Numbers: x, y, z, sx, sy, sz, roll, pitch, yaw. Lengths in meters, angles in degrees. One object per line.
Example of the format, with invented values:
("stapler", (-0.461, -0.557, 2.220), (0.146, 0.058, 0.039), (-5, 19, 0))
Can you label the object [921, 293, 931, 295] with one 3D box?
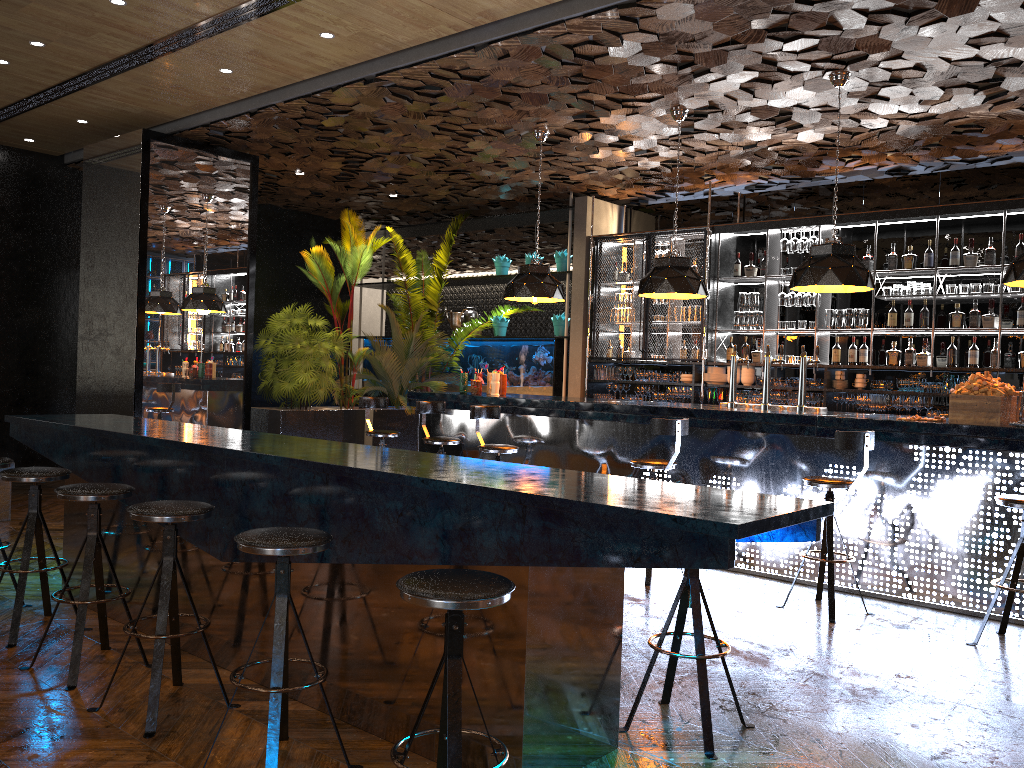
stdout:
("object", (3.972, -0.895, 8.502), (0.089, 0.092, 0.089), (2, 1, -24))

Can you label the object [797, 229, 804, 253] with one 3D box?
("object", (3.079, -1.523, 9.452), (0.092, 0.244, 0.092), (2, 1, 1))

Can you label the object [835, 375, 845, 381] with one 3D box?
("object", (3.319, -0.056, 8.955), (0.094, 0.070, 0.107), (2, 1, -19))

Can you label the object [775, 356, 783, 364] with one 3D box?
("object", (2.845, -0.256, 9.451), (0.089, 0.092, 0.089), (2, 1, 12))

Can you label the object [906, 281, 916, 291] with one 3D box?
("object", (3.883, -0.948, 8.618), (0.089, 0.092, 0.089), (3, 1, 36))

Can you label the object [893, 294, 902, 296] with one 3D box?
("object", (3.769, -0.904, 8.664), (0.089, 0.092, 0.089), (2, 1, 12))

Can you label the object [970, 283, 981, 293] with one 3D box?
("object", (4.292, -0.881, 8.211), (0.089, 0.092, 0.089), (2, 1, 4))

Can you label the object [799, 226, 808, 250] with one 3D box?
("object", (3.048, -1.522, 9.263), (0.092, 0.244, 0.092), (2, 1, 1))

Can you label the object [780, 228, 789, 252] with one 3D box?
("object", (2.889, -1.529, 9.398), (0.092, 0.244, 0.092), (2, 1, 1))

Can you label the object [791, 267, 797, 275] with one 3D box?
("object", (2.997, -1.185, 9.388), (0.089, 0.092, 0.089), (2, 1, 9))

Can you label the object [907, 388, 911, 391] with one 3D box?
("object", (3.895, 0.012, 8.704), (0.100, 0.125, 0.100), (2, 1, -36))

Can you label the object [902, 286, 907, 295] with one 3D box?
("object", (3.896, -0.921, 8.763), (0.089, 0.092, 0.089), (2, 1, -24))

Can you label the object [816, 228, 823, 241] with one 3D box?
("object", (3.233, -1.516, 9.321), (0.092, 0.244, 0.092), (2, 1, 1))

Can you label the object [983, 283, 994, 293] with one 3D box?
("object", (4.389, -0.877, 8.173), (0.089, 0.092, 0.089), (2, 1, -5))

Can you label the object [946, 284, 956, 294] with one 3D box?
("object", (4.137, -0.888, 8.360), (0.089, 0.092, 0.089), (2, 1, 12))

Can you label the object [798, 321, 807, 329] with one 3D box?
("object", (3.027, -0.613, 9.250), (0.089, 0.092, 0.089), (2, 1, 25))

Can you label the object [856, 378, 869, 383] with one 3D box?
("object", (3.472, -0.021, 8.811), (0.106, 0.069, 0.094), (2, 1, -8))

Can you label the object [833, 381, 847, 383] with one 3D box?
("object", (3.316, -0.013, 8.958), (0.149, 0.025, 0.149), (2, 1, 3))

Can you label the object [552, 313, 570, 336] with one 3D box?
("object", (0.627, -0.753, 11.326), (0.265, 0.325, 0.245), (3, 1, 34))

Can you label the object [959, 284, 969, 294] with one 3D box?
("object", (4.228, -0.884, 8.298), (0.089, 0.092, 0.089), (2, 1, 4))

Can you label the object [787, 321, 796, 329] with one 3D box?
("object", (2.958, -0.617, 9.390), (0.089, 0.092, 0.089), (2, 1, 19))

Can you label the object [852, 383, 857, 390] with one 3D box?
("object", (3.487, 0.023, 8.914), (0.106, 0.067, 0.094), (2, 1, 3))

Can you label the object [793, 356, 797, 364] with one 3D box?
("object", (3.014, -0.251, 9.529), (0.089, 0.092, 0.089), (2, 1, 12))

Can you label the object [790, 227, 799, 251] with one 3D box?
("object", (2.972, -1.525, 9.327), (0.092, 0.244, 0.092), (2, 1, 1))

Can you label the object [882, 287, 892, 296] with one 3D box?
("object", (3.696, -0.908, 8.734), (0.089, 0.092, 0.089), (2, 1, -24))

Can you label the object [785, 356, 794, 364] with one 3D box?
("object", (2.927, -0.252, 9.363), (0.089, 0.092, 0.089), (2, 1, 4))

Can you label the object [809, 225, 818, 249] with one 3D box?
("object", (3.126, -1.518, 9.195), (0.092, 0.244, 0.092), (2, 1, 1))

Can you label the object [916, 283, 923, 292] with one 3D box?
("object", (3.993, -0.945, 8.713), (0.089, 0.092, 0.089), (2, 1, -24))

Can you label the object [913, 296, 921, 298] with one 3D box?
("object", (3.991, -0.897, 8.714), (0.089, 0.092, 0.089), (2, 1, -24))

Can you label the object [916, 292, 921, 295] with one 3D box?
("object", (3.992, -0.919, 8.714), (0.089, 0.092, 0.089), (2, 1, -24))

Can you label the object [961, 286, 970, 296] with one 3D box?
("object", (4.306, -0.883, 8.439), (0.089, 0.092, 0.089), (2, 1, -10))

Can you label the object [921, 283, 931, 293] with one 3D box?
("object", (3.973, -0.915, 8.502), (0.089, 0.092, 0.089), (2, 1, 31))

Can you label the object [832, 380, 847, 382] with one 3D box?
("object", (3.315, -0.025, 8.959), (0.148, 0.026, 0.149), (1, 1, -43))

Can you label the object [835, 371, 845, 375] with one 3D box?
("object", (3.312, -0.101, 8.962), (0.106, 0.069, 0.094), (1, 1, -44))

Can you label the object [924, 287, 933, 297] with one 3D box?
("object", (4.044, -0.894, 8.624), (0.089, 0.092, 0.089), (2, 1, 30))

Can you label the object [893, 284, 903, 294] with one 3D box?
("object", (3.769, -0.925, 8.664), (0.089, 0.092, 0.089), (2, 1, -8))

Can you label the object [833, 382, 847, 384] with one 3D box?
("object", (3.317, -0.003, 8.958), (0.148, 0.026, 0.149), (1, 1, -43))

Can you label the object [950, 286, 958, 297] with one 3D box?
("object", (4.226, -0.886, 8.499), (0.089, 0.092, 0.089), (2, 1, -8))

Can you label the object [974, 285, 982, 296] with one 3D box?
("object", (4.369, -0.879, 8.335), (0.089, 0.092, 0.089), (3, 1, 40))

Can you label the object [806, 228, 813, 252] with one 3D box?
("object", (3.155, -1.519, 9.388), (0.092, 0.244, 0.092), (2, 1, 1))

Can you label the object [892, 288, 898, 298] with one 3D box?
("object", (3.820, -0.905, 8.844), (0.089, 0.092, 0.089), (2, 1, 12))

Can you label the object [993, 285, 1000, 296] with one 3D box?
("object", (4.498, -0.874, 8.263), (0.089, 0.092, 0.089), (2, 1, 15))

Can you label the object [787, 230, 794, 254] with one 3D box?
("object", (2.996, -1.527, 9.524), (0.092, 0.244, 0.092), (2, 1, 1))

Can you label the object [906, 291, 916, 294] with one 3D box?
("object", (3.882, -0.922, 8.618), (0.089, 0.092, 0.089), (2, 1, 30))

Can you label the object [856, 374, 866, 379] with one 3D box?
("object", (3.464, -0.066, 8.804), (0.094, 0.068, 0.106), (3, 1, 40))

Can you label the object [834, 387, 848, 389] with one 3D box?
("object", (3.315, 0.040, 8.960), (0.149, 0.022, 0.149), (2, 1, 9))

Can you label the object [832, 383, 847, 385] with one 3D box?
("object", (3.316, 0.007, 8.959), (0.149, 0.024, 0.149), (3, 1, 40))

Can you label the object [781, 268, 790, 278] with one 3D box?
("object", (2.920, -1.189, 9.484), (0.089, 0.092, 0.089), (2, 1, 9))

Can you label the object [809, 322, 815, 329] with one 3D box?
("object", (3.180, -0.609, 9.357), (0.089, 0.092, 0.089), (2, 1, 25))

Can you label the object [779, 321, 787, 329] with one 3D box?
("object", (2.899, -0.621, 9.498), (0.089, 0.092, 0.089), (2, 1, 19))

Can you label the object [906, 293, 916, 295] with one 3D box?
("object", (3.881, -0.900, 8.618), (0.089, 0.092, 0.089), (2, 1, 30))

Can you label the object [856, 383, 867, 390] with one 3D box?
("object", (3.470, 0.024, 8.807), (0.106, 0.067, 0.094), (2, 1, 29))
